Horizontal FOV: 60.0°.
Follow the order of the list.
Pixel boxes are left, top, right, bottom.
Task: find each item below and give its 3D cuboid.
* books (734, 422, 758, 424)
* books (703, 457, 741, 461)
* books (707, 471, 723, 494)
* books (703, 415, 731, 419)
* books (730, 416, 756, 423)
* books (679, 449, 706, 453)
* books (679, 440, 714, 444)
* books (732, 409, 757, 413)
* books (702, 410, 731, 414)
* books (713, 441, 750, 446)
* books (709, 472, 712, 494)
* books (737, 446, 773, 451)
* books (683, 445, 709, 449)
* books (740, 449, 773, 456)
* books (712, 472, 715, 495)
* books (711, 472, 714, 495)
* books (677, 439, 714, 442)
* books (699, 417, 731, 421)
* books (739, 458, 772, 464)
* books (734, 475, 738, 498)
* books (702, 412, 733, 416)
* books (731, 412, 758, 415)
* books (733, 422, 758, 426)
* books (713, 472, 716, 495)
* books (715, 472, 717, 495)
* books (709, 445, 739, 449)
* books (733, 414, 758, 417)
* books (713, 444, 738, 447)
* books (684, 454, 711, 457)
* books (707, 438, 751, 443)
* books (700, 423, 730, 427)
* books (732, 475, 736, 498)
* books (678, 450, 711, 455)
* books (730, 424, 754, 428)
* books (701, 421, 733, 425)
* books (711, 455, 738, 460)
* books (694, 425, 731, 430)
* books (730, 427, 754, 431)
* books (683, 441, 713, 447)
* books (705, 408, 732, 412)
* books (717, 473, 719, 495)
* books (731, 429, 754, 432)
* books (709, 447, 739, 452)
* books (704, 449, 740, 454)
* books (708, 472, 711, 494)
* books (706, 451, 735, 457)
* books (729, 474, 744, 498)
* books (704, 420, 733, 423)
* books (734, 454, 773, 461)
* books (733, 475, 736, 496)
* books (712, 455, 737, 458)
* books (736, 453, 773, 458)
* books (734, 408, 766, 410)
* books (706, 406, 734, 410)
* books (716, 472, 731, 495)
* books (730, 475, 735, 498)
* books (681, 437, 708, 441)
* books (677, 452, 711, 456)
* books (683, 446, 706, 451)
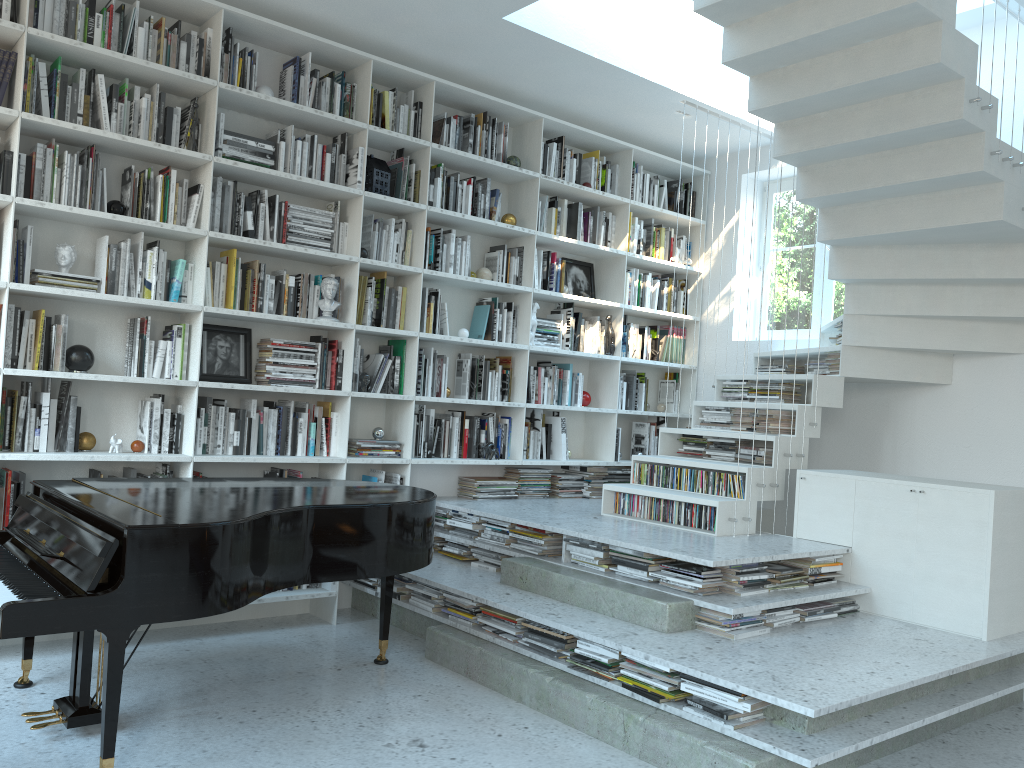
[{"bbox_3d":[1.462,0.238,5.368,0.188,0.005,0.181,5,-2,-39],"label":"books"},{"bbox_3d":[1.298,0.453,5.338,0.191,0.004,0.223,5,-2,-43],"label":"books"},{"bbox_3d":[1.131,0.549,4.930,0.125,0.125,0.007,5,-1,-39],"label":"books"},{"bbox_3d":[1.354,0.214,5.640,0.143,0.019,0.230,5,-2,-40],"label":"books"},{"bbox_3d":[1.466,0.218,5.365,0.178,0.035,0.222,5,-2,-35],"label":"books"},{"bbox_3d":[1.166,0.417,5.516,0.159,0.012,0.225,5,-2,-31],"label":"books"},{"bbox_3d":[1.175,0.360,5.522,0.160,0.009,0.208,5,-2,-43],"label":"books"},{"bbox_3d":[1.460,0.168,5.377,0.166,0.017,0.190,5,-2,-37],"label":"books"},{"bbox_3d":[1.340,0.181,5.627,0.173,0.011,0.203,5,-2,-44],"label":"books"},{"bbox_3d":[1.328,0.361,5.358,0.133,0.017,0.178,5,-2,-35],"label":"books"},{"bbox_3d":[1.141,0.549,4.918,0.125,0.125,0.008,5,-1,-39],"label":"books"},{"bbox_3d":[1.424,0.371,5.078,0.169,0.014,0.212,4,-2,-19],"label":"books"},{"bbox_3d":[1.184,0.392,5.531,0.132,0.010,0.198,5,-2,-35],"label":"books"},{"bbox_3d":[1.433,0.393,5.082,0.141,0.028,0.222,4,-2,-20],"label":"books"},{"bbox_3d":[1.152,0.550,4.904,0.125,0.125,0.009,5,-1,-39],"label":"books"},{"bbox_3d":[1.146,0.549,4.911,0.125,0.125,0.010,5,-1,-39],"label":"books"},{"bbox_3d":[1.161,0.351,5.511,0.198,0.006,0.188,5,-2,-43],"label":"books"},{"bbox_3d":[1.352,0.229,5.639,0.145,0.012,0.297,5,-2,-40],"label":"books"},{"bbox_3d":[1.428,0.441,5.080,0.136,0.017,0.288,4,-2,-16],"label":"books"},{"bbox_3d":[1.247,0.554,4.788,0.125,0.123,0.034,5,-1,-39],"label":"books"},{"bbox_3d":[1.351,0.196,5.637,0.149,0.017,0.239,5,-2,-41],"label":"books"},{"bbox_3d":[1.461,0.182,5.375,0.218,0.012,0.156,4,-2,-23],"label":"books"},{"bbox_3d":[1.447,0.246,5.387,0.139,0.013,0.155,5,-2,-37],"label":"books"},{"bbox_3d":[1.157,0.550,4.898,0.125,0.125,0.007,5,-1,-39],"label":"books"},{"bbox_3d":[1.162,0.550,4.892,0.125,0.125,0.007,5,-1,-39],"label":"books"},{"bbox_3d":[1.306,0.382,5.342,0.189,0.012,0.155,5,-2,-36],"label":"books"},{"bbox_3d":[1.448,0.194,5.391,0.159,0.012,0.129,4,-2,-24],"label":"books"},{"bbox_3d":[1.331,0.374,5.362,0.129,0.008,0.185,5,-2,-41],"label":"books"},{"bbox_3d":[1.186,0.447,5.535,0.130,0.014,0.188,5,-2,-39],"label":"books"},{"bbox_3d":[1.310,0.343,5.343,0.177,0.014,0.194,5,-2,-45],"label":"books"},{"bbox_3d":[1.352,0.264,5.640,0.136,0.017,0.288,5,-2,-41],"label":"books"},{"bbox_3d":[1.237,0.554,4.800,0.125,0.123,0.036,5,-1,-39],"label":"books"},{"bbox_3d":[1.167,0.427,5.518,0.216,0.009,0.158,2,-2,44],"label":"books"},{"bbox_3d":[1.455,0.260,5.375,0.200,0.014,0.177,5,-2,-35],"label":"books"},{"bbox_3d":[1.350,0.250,5.638,0.138,0.010,0.254,5,-2,-42],"label":"books"},{"bbox_3d":[1.317,0.446,5.353,0.137,0.013,0.198,5,-2,-33],"label":"books"},{"bbox_3d":[1.332,0.280,5.624,0.190,0.018,0.287,5,-2,-40],"label":"books"},{"bbox_3d":[1.437,0.274,5.398,0.184,0.016,0.128,5,-2,-32],"label":"books"},{"bbox_3d":[1.179,0.375,5.526,0.181,0.022,0.140,2,-2,44],"label":"books"},{"bbox_3d":[1.349,0.169,5.634,0.157,0.014,0.180,5,-2,-43],"label":"books"},{"bbox_3d":[1.171,0.550,4.881,0.125,0.125,0.008,5,-1,-39],"label":"books"},{"bbox_3d":[1.439,0.286,5.395,0.162,0.007,0.132,4,-2,-30],"label":"books"},{"bbox_3d":[1.316,0.395,5.350,0.150,0.013,0.219,5,-2,-34],"label":"books"},{"bbox_3d":[1.306,0.408,5.342,0.184,0.014,0.225,5,-2,-42],"label":"books"},{"bbox_3d":[1.136,0.549,4.924,0.125,0.125,0.008,5,-1,-39],"label":"books"},{"bbox_3d":[1.305,0.423,5.342,0.175,0.016,0.207,5,-2,-45],"label":"books"},{"bbox_3d":[1.227,0.553,4.813,0.125,0.123,0.034,5,-1,-39],"label":"books"},{"bbox_3d":[1.344,0.240,5.633,0.160,0.010,0.179,5,-2,-36],"label":"books"},{"bbox_3d":[1.409,0.422,5.074,0.172,0.019,0.240,4,-2,-14],"label":"books"},{"bbox_3d":[1.243,0.554,4.794,0.125,0.123,0.034,5,-1,-39],"label":"books"},{"bbox_3d":[1.317,0.436,5.353,0.147,0.008,0.188,5,-2,-35],"label":"books"},{"bbox_3d":[1.425,0.410,5.079,0.161,0.007,0.254,4,-2,-19],"label":"books"},{"bbox_3d":[1.458,0.155,5.381,0.155,0.009,0.155,5,-2,-39],"label":"books"},{"bbox_3d":[1.352,0.155,5.636,0.157,0.014,0.180,5,-2,-41],"label":"books"},{"bbox_3d":[1.167,0.550,4.886,0.125,0.125,0.008,5,-1,-39],"label":"books"},{"bbox_3d":[1.232,0.554,4.806,0.125,0.123,0.035,5,-1,-39],"label":"books"},{"bbox_3d":[1.177,0.343,5.523,0.161,0.012,0.195,5,-2,-42],"label":"books"},{"bbox_3d":[1.161,0.434,5.513,0.189,0.007,0.195,5,-2,-42],"label":"books"},{"bbox_3d":[1.177,0.404,5.526,0.145,0.015,0.166,5,-2,-45],"label":"books"}]
